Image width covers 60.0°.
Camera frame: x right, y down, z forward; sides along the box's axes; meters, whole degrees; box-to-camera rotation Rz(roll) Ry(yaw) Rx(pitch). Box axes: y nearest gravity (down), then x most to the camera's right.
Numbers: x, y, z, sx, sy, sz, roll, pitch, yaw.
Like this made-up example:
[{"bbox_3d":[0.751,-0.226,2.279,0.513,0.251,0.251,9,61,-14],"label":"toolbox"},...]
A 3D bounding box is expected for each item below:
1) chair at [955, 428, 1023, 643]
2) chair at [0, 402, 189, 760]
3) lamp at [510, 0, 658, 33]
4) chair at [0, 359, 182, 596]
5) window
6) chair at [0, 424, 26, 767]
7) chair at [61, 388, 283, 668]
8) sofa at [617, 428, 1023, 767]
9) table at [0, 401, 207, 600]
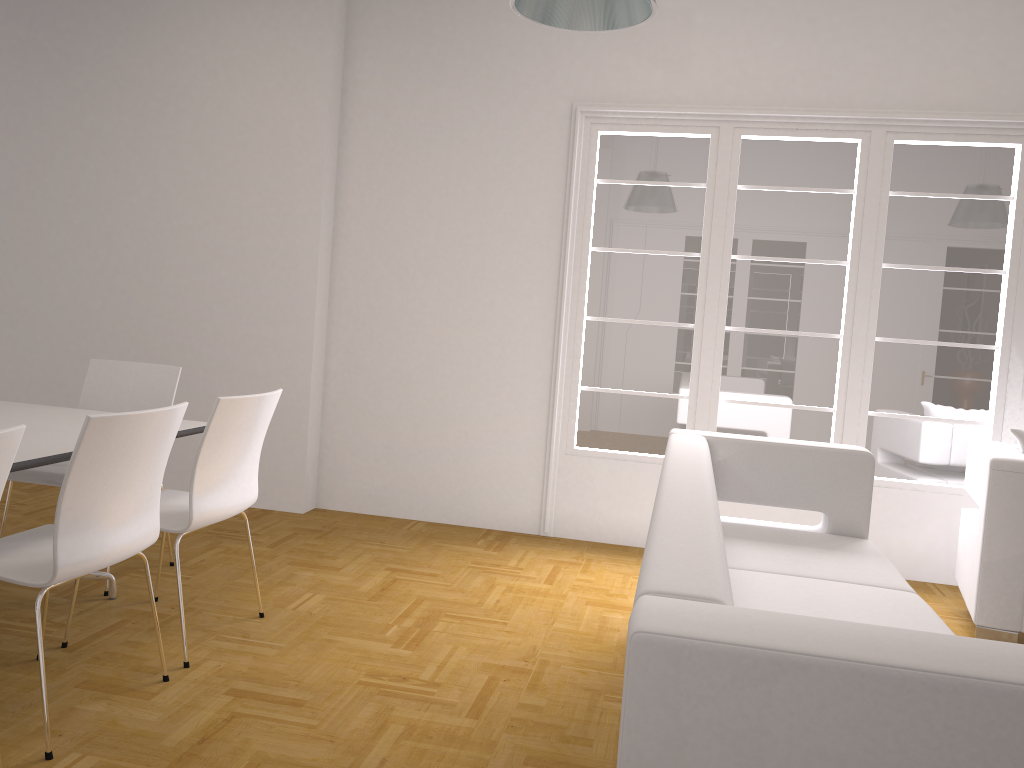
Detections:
[{"bbox_3d":[2.604,0.695,3.856,1.097,0.910,0.802,6,4,21],"label":"chair"},{"bbox_3d":[-1.345,0.512,2.653,0.575,0.930,0.561,5,3,11],"label":"chair"},{"bbox_3d":[0.270,-1.804,2.759,0.465,1.248,0.465,5,3,11],"label":"lamp"},{"bbox_3d":[-1.855,0.377,3.968,0.561,0.930,0.576,5,3,11],"label":"chair"},{"bbox_3d":[1.908,-0.222,4.907,3.351,2.525,0.195,5,3,11],"label":"window"},{"bbox_3d":[-1.484,0.552,1.966,0.575,0.930,0.561,5,3,11],"label":"chair"},{"bbox_3d":[-1.215,0.473,3.300,0.575,0.930,0.561,5,3,11],"label":"chair"},{"bbox_3d":[0.785,0.711,2.447,0.822,0.848,2.625,5,4,11],"label":"sofa"},{"bbox_3d":[-2.121,0.546,2.780,1.211,0.721,2.413,5,4,11],"label":"table"}]
